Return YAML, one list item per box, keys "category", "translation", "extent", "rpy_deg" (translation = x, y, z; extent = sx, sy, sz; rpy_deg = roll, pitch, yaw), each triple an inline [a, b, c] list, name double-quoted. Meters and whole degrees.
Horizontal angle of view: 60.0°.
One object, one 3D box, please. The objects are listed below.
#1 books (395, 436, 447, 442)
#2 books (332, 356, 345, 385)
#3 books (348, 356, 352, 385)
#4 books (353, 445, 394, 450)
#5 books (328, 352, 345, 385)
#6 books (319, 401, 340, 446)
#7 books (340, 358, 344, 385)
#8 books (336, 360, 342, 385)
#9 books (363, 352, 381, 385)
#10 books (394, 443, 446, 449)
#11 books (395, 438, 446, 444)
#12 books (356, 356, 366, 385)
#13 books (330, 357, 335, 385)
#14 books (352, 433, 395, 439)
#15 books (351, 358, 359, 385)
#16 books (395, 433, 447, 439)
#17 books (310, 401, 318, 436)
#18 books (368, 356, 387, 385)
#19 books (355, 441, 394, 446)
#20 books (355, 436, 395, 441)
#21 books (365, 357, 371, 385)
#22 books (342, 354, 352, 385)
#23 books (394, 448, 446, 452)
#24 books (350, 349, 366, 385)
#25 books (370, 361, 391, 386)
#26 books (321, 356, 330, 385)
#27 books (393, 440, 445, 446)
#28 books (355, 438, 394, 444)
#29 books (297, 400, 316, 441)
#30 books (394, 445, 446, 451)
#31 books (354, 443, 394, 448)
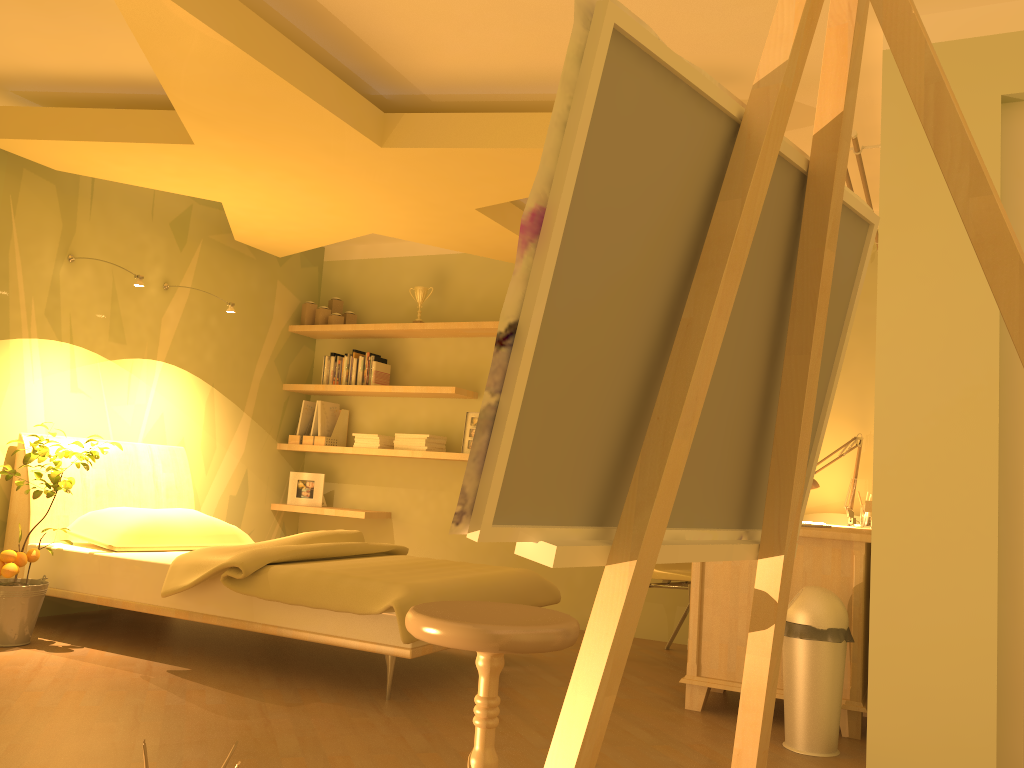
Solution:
- category: "books"
  translation: [-0.579, 0.349, 5.634]
  extent: [0.270, 0.015, 0.190]
  rpy_deg: [-1, -8, 36]
- category: "books"
  translation: [-1.142, -0.077, 5.952]
  extent: [0.032, 0.203, 0.157]
  rpy_deg: [1, -7, 26]
- category: "books"
  translation: [-1.038, -0.075, 5.903]
  extent: [0.017, 0.203, 0.155]
  rpy_deg: [1, -7, 26]
- category: "books"
  translation: [-0.874, 0.418, 5.756]
  extent: [0.190, 0.015, 0.270]
  rpy_deg: [1, -7, 25]
- category: "books"
  translation: [-1.186, -0.089, 5.985]
  extent: [0.032, 0.229, 0.138]
  rpy_deg: [1, -7, 26]
- category: "books"
  translation: [-1.220, 0.271, 5.937]
  extent: [0.043, 0.296, 0.210]
  rpy_deg: [1, -7, 26]
- category: "books"
  translation: [-1.092, -0.070, 5.933]
  extent: [0.032, 0.193, 0.146]
  rpy_deg: [1, -7, 26]
- category: "books"
  translation: [-1.119, -0.061, 5.939]
  extent: [0.021, 0.172, 0.157]
  rpy_deg: [1, -7, 26]
- category: "books"
  translation: [-0.928, -0.085, 5.860]
  extent: [0.032, 0.229, 0.138]
  rpy_deg: [1, -7, 26]
- category: "books"
  translation: [-0.584, 0.391, 5.606]
  extent: [0.270, 0.015, 0.190]
  rpy_deg: [-1, -8, 38]
- category: "books"
  translation: [-0.579, 0.361, 5.610]
  extent: [0.270, 0.015, 0.190]
  rpy_deg: [-1, -8, 39]
- category: "books"
  translation: [-0.965, -0.074, 5.866]
  extent: [0.040, 0.203, 0.157]
  rpy_deg: [1, -7, 26]
- category: "books"
  translation: [-1.167, -0.074, 5.964]
  extent: [0.022, 0.198, 0.157]
  rpy_deg: [1, -7, 26]
- category: "books"
  translation: [-0.882, 0.342, 5.761]
  extent: [0.190, 0.015, 0.270]
  rpy_deg: [1, -7, 23]
- category: "books"
  translation: [-1.001, -0.066, 5.874]
  extent: [0.032, 0.184, 0.173]
  rpy_deg: [1, -7, 26]
- category: "books"
  translation: [-0.577, 0.332, 5.622]
  extent: [0.270, 0.015, 0.190]
  rpy_deg: [0, -8, 31]
- category: "books"
  translation: [-1.269, 0.270, 5.958]
  extent: [0.048, 0.297, 0.214]
  rpy_deg: [1, -7, 26]
- category: "books"
  translation: [-0.884, -0.073, 5.827]
  extent: [0.032, 0.203, 0.157]
  rpy_deg: [1, -7, 26]
- category: "books"
  translation: [-0.862, 0.389, 5.759]
  extent: [0.190, 0.015, 0.270]
  rpy_deg: [1, -7, 27]
- category: "books"
  translation: [-0.861, 0.359, 5.765]
  extent: [0.190, 0.015, 0.270]
  rpy_deg: [1, -7, 28]
- category: "books"
  translation: [-0.908, -0.071, 5.839]
  extent: [0.022, 0.198, 0.157]
  rpy_deg: [1, -7, 26]
- category: "books"
  translation: [-1.065, -0.083, 5.911]
  extent: [0.038, 0.217, 0.166]
  rpy_deg: [1, -7, 26]
- category: "books"
  translation: [-0.583, 0.422, 5.612]
  extent: [0.270, 0.015, 0.190]
  rpy_deg: [-1, -8, 36]
- category: "books"
  translation: [-1.020, -0.097, 5.896]
  extent: [0.021, 0.247, 0.157]
  rpy_deg: [1, -7, 26]
- category: "books"
  translation: [-0.862, -0.054, 5.802]
  extent: [0.032, 0.163, 0.178]
  rpy_deg: [1, -7, 26]
- category: "books"
  translation: [-1.223, -0.078, 5.991]
  extent: [0.040, 0.203, 0.157]
  rpy_deg: [1, -7, 26]
- category: "books"
  translation: [-0.587, 0.376, 5.613]
  extent: [0.270, 0.015, 0.190]
  rpy_deg: [-1, -8, 36]
- category: "books"
  translation: [-0.865, 0.373, 5.756]
  extent: [0.190, 0.015, 0.270]
  rpy_deg: [1, -7, 25]
- category: "books"
  translation: [-1.382, 0.269, 6.015]
  extent: [0.048, 0.297, 0.214]
  rpy_deg: [2, -7, 20]
- category: "books"
  translation: [-0.582, 0.407, 5.613]
  extent: [0.270, 0.015, 0.190]
  rpy_deg: [0, -8, 33]
- category: "books"
  translation: [-0.873, 0.403, 5.758]
  extent: [0.190, 0.015, 0.270]
  rpy_deg: [1, -7, 22]
